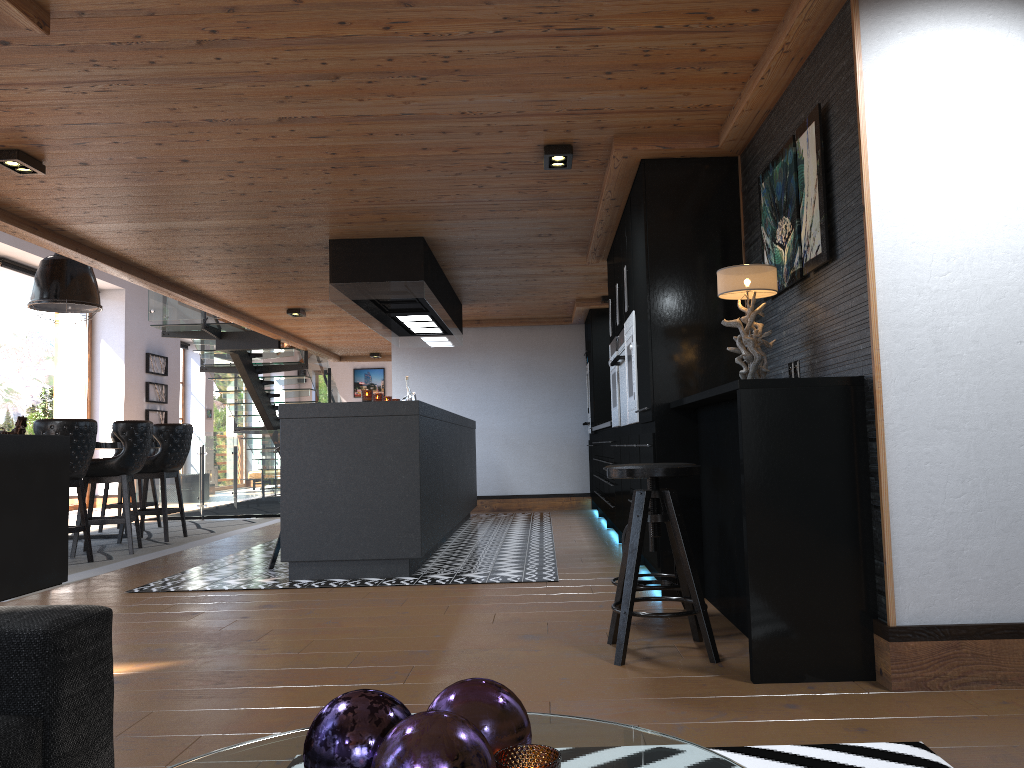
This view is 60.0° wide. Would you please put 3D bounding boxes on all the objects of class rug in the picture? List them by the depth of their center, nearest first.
[{"bbox_3d":[0.206,0.854,0.891,1.661,0.020,2.899,-2,-4,1],"label":"rug"},{"bbox_3d":[-4.032,1.457,7.801,2.551,0.047,5.628,-2,-4,1],"label":"rug"}]

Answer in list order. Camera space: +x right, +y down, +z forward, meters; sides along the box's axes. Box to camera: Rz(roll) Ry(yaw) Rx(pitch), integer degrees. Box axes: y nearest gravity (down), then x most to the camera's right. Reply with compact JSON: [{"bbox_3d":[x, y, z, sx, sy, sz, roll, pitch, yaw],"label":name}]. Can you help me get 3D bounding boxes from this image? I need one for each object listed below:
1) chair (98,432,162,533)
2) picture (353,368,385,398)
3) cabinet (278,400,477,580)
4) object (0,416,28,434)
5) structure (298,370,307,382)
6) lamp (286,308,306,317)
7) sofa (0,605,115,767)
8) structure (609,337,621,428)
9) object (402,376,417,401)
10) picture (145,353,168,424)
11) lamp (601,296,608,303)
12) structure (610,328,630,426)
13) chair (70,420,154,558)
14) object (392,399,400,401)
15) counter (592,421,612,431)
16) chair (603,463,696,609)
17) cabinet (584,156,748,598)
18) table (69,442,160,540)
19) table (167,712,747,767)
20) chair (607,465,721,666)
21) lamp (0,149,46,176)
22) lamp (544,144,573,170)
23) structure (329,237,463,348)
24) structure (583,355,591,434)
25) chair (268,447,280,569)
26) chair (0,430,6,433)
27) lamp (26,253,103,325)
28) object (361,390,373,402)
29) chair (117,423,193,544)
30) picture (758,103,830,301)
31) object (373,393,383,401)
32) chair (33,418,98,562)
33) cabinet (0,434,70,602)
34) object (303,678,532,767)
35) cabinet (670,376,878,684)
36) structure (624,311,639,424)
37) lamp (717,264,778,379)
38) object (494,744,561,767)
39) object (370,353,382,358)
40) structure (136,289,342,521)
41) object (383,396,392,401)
[{"bbox_3d":[-4.076,1.031,9.513,0.504,1.093,0.567,-1,-5,0],"label":"chair"},{"bbox_3d":[-4.003,-0.034,24.837,0.879,0.817,0.036,-2,-5,0],"label":"picture"},{"bbox_3d":[-0.934,0.829,7.927,0.888,1.105,4.798,-2,-4,2],"label":"cabinet"},{"bbox_3d":[-4.240,0.391,7.520,0.223,0.254,0.114,2,-6,-36],"label":"object"},{"bbox_3d":[-5.865,-0.220,24.792,0.213,0.350,0.213,-2,-5,1],"label":"structure"},{"bbox_3d":[-2.414,-0.803,9.926,0.155,0.068,0.261,-2,-4,1],"label":"lamp"},{"bbox_3d":[-0.746,0.417,0.050,2.087,0.819,3.087,-2,-4,1],"label":"sofa"},{"bbox_3d":[0.959,-0.003,6.894,0.382,0.674,0.599,-2,-4,1],"label":"structure"},{"bbox_3d":[-1.074,0.146,9.259,0.226,0.453,0.225,-2,-5,1],"label":"object"},{"bbox_3d":[-6.227,0.145,15.542,0.059,1.313,0.773,-2,-5,2],"label":"picture"},{"bbox_3d":[1.042,-0.922,9.592,0.155,0.068,0.152,-2,-4,1],"label":"lamp"},{"bbox_3d":[0.760,-0.044,6.236,0.089,0.673,0.594,-2,-4,2],"label":"structure"},{"bbox_3d":[-3.265,0.853,7.305,0.572,1.093,0.500,0,-5,-15],"label":"chair"},{"bbox_3d":[-0.903,0.158,6.847,0.080,0.081,0.078,3,-6,-44],"label":"object"},{"bbox_3d":[1.106,0.400,8.462,0.531,0.040,2.566,-2,-4,2],"label":"counter"},{"bbox_3d":[0.658,0.731,4.126,0.440,0.717,0.442,-2,-5,5],"label":"chair"},{"bbox_3d":[1.077,0.128,7.837,0.543,2.383,6.426,-2,-4,2],"label":"cabinet"},{"bbox_3d":[-4.115,0.983,7.518,1.429,0.950,3.794,-2,-4,2],"label":"table"},{"bbox_3d":[-0.116,0.658,0.732,0.895,0.372,1.523,-2,-4,2],"label":"table"},{"bbox_3d":[0.561,0.682,3.423,0.393,0.722,0.392,-2,-5,1],"label":"chair"},{"bbox_3d":[-2.594,-1.169,4.655,0.155,0.068,0.261,-2,-4,1],"label":"lamp"},{"bbox_3d":[0.249,-1.236,4.810,0.155,0.068,0.261,-2,-4,1],"label":"lamp"},{"bbox_3d":[-0.959,-0.758,8.247,0.710,0.477,3.248,-2,-4,2],"label":"structure"},{"bbox_3d":[0.983,0.130,10.748,0.255,0.946,0.597,-2,-5,2],"label":"structure"},{"bbox_3d":[-1.442,0.865,6.378,0.469,0.840,0.539,-2,-5,2],"label":"chair"},{"bbox_3d":[-4.853,0.971,8.225,0.566,1.093,0.505,-2,-5,10],"label":"chair"},{"bbox_3d":[-4.141,-2.891,8.285,0.629,4.690,0.613,3,-7,-44],"label":"lamp"},{"bbox_3d":[-0.941,0.082,5.752,0.080,0.081,0.078,3,-6,-44],"label":"object"},{"bbox_3d":[-3.282,0.921,8.265,0.568,1.093,0.503,-1,-5,0],"label":"chair"},{"bbox_3d":[1.168,-0.717,3.736,0.010,0.594,0.925,-2,-4,2],"label":"picture"},{"bbox_3d":[-0.928,0.107,6.117,0.080,0.081,0.078,3,-6,-44],"label":"object"},{"bbox_3d":[-3.357,0.808,6.488,0.566,1.093,0.505,-2,-5,10],"label":"chair"},{"bbox_3d":[-1.598,0.368,2.334,0.358,0.469,0.954,-2,-4,2],"label":"cabinet"},{"bbox_3d":[-0.099,0.445,1.050,0.286,0.143,0.262,0,-4,-15],"label":"object"},{"bbox_3d":[1.022,0.538,3.769,0.429,1.011,1.624,-2,-4,2],"label":"cabinet"},{"bbox_3d":[0.750,-0.087,5.612,0.039,0.672,0.593,-2,-4,2],"label":"structure"},{"bbox_3d":[1.001,-0.227,3.736,0.247,0.516,0.248,-2,-5,5],"label":"lamp"},{"bbox_3d":[0.019,0.474,1.031,0.079,0.081,0.079,-3,-5,16],"label":"object"},{"bbox_3d":[-2.253,-0.476,14.653,0.155,0.068,0.261,-2,-4,1],"label":"object"},{"bbox_3d":[-5.792,1.476,12.842,9.207,6.405,11.019,-2,-4,1],"label":"structure"},{"bbox_3d":[-0.916,0.132,6.482,0.080,0.081,0.078,3,-6,-44],"label":"object"}]
